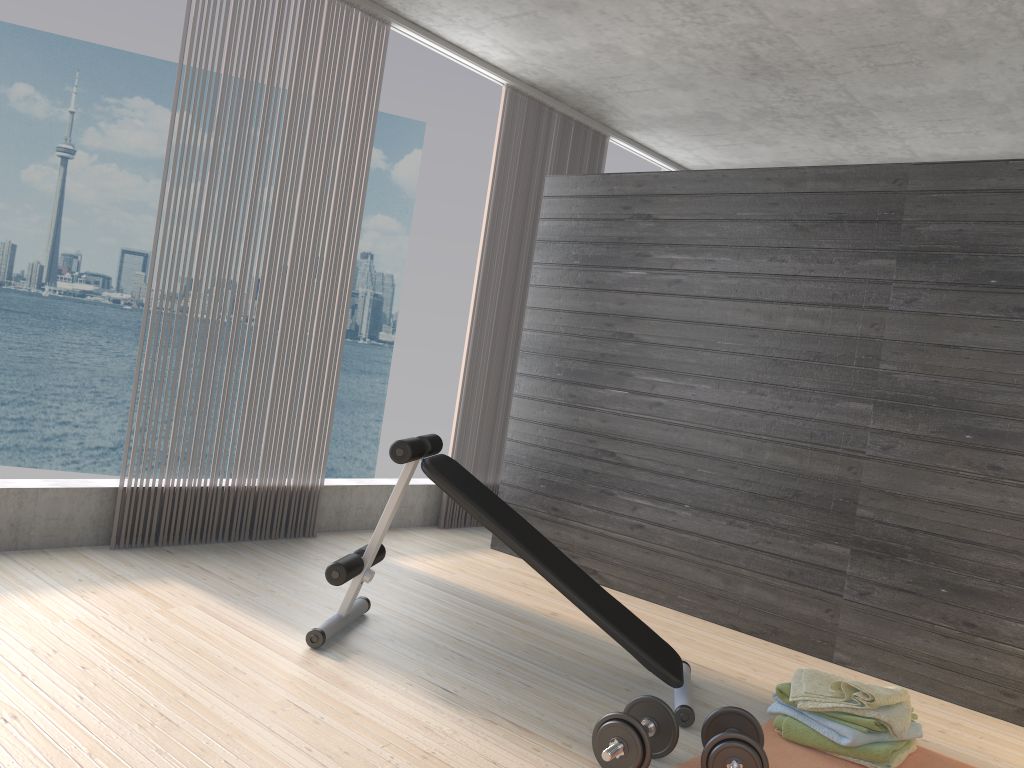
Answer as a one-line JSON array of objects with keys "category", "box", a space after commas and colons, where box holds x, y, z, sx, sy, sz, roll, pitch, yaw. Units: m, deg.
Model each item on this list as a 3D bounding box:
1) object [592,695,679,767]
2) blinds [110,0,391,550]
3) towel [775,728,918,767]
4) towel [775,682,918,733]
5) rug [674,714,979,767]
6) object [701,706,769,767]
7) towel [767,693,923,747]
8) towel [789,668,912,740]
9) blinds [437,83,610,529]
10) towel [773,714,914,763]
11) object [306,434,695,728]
[{"category": "object", "box": [0.346, 0.979, 2.467, 0.176, 0.176, 0.385, 9, 1, 32]}, {"category": "blinds", "box": [-1.200, -0.593, 4.273, 0.069, 2.744, 1.133, 10, 2, 41]}, {"category": "towel", "box": [1.100, 1.144, 2.892, 0.371, 0.044, 0.376, 9, 2, 39]}, {"category": "towel", "box": [1.099, 1.058, 2.929, 0.376, 0.085, 0.371, 7, 2, -45]}, {"category": "rug", "box": [0.433, 1.088, 1.917, 0.716, 0.002, 2.779, 10, 2, 41]}, {"category": "object", "box": [0.609, 1.009, 2.441, 0.176, 0.176, 0.385, 9, 1, 12]}, {"category": "towel", "box": [1.085, 1.093, 2.905, 0.383, 0.078, 0.383, 8, 1, -33]}, {"category": "towel", "box": [1.107, 1.005, 2.900, 0.373, 0.123, 0.384, 9, 1, 24]}, {"category": "blinds", "box": [0.112, -0.430, 5.819, 0.069, 2.744, 1.133, 10, 2, 41]}, {"category": "towel", "box": [1.085, 1.119, 2.881, 0.367, 0.081, 0.380, 9, 2, 38]}, {"category": "object", "box": [0.029, 0.623, 3.137, 1.312, 0.746, 0.505, 9, 1, 10]}]
